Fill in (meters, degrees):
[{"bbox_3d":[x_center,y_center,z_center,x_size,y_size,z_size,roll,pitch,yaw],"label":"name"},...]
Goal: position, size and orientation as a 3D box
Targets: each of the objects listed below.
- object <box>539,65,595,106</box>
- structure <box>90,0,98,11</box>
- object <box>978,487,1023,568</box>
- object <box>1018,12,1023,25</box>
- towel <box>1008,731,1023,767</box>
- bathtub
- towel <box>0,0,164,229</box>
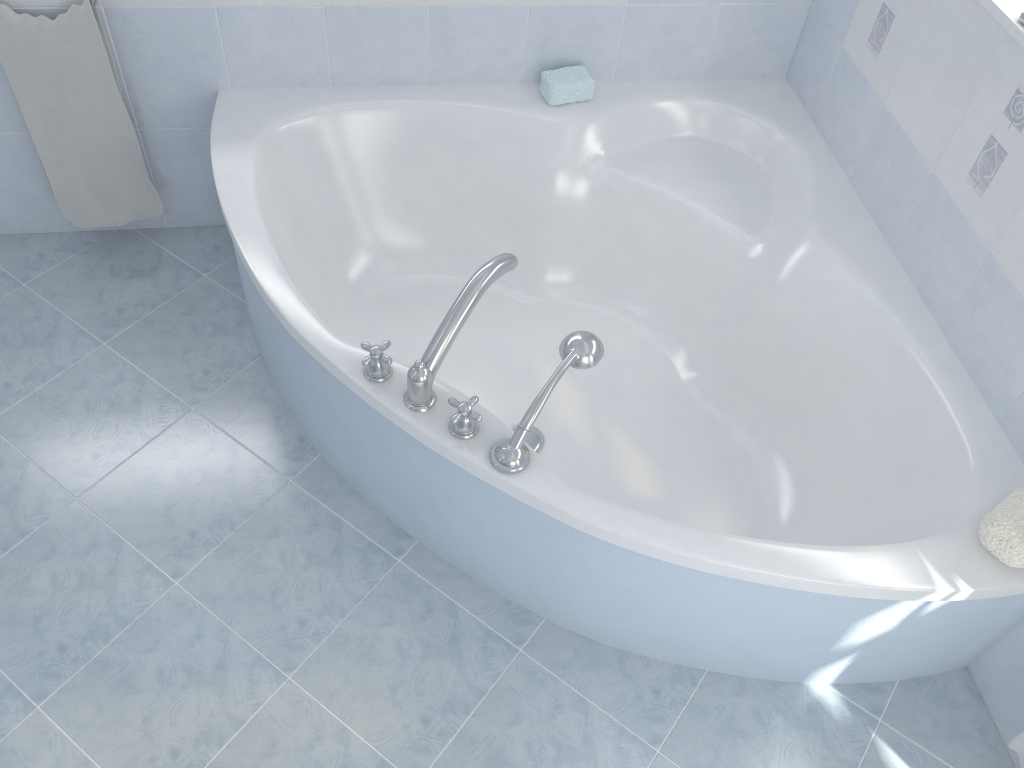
[{"bbox_3d":[0.146,-0.789,2.344,0.128,0.059,0.081,-15,53,-17],"label":"object"},{"bbox_3d":[-1.065,-0.928,1.938,0.291,0.332,0.051,-4,51,-9],"label":"structure"},{"bbox_3d":[0.897,0.249,1.550,0.165,0.077,0.105,-28,58,-25],"label":"object"},{"bbox_3d":[1.032,-0.661,1.549,0.160,0.130,0.160,-8,52,-12],"label":"object"},{"bbox_3d":[1.003,0.598,1.379,0.083,0.635,0.280,-4,51,-8],"label":"towel"},{"bbox_3d":[0.122,-0.139,2.021,1.578,0.670,1.596,-4,51,-9],"label":"bathtub"},{"bbox_3d":[-1.081,-0.658,2.216,0.280,0.634,0.101,-6,51,-10],"label":"towel"}]
